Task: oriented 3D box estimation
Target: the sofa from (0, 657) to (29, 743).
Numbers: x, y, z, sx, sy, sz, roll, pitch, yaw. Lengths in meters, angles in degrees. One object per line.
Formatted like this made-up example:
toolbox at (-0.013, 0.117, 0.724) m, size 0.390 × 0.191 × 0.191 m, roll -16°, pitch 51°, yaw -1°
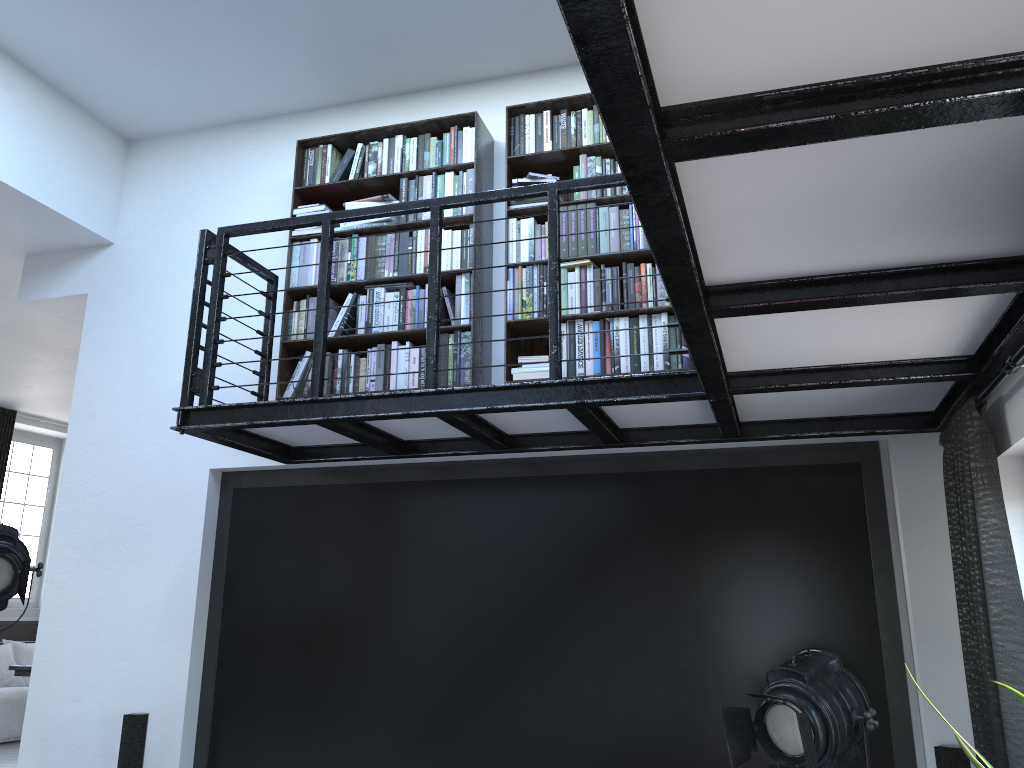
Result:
sofa at (-4.800, 3.161, 9.079) m, size 0.919 × 0.779 × 2.633 m, roll -6°, pitch -16°, yaw 23°

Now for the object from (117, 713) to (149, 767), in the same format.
object at (-1.802, 2.183, 4.106) m, size 0.157 × 1.234 × 0.156 m, roll 1°, pitch -17°, yaw -2°

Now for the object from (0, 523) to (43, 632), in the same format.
object at (-2.427, 1.422, 3.997) m, size 0.609 × 1.595 × 0.540 m, roll 9°, pitch -19°, yaw -28°

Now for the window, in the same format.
window at (-5.684, 1.517, 10.079) m, size 0.133 × 2.013 × 1.024 m, roll -7°, pitch -18°, yaw 22°

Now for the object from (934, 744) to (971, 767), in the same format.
object at (1.636, 1.937, 3.117) m, size 0.157 × 1.234 × 0.156 m, roll -10°, pitch -19°, yaw 31°

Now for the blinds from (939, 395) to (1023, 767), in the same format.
blinds at (1.363, 1.044, 2.080) m, size 0.125 × 2.410 × 2.484 m, roll -5°, pitch -16°, yaw 16°

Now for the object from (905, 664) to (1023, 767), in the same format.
object at (1.457, 1.281, 2.487) m, size 0.525 × 0.949 × 0.548 m, roll -8°, pitch -18°, yaw 26°

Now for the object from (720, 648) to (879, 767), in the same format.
object at (1.041, 1.391, 1.749) m, size 0.753 × 1.595 × 2.875 m, roll 0°, pitch -15°, yaw 1°

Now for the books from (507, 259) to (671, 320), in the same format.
books at (-0.134, -1.199, 2.331) m, size 1.169 × 1.419 × 4.341 m, roll -5°, pitch -16°, yaw 16°

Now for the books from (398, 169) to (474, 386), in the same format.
books at (-0.352, -1.048, 2.383) m, size 1.597 × 1.151 × 4.293 m, roll -4°, pitch -15°, yaw 16°

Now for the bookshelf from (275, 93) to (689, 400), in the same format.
bookshelf at (-0.253, -1.118, 2.368) m, size 3.086 × 1.633 × 4.432 m, roll -4°, pitch -16°, yaw 16°

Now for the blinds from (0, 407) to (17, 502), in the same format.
blinds at (-5.622, 1.835, 9.060) m, size 0.098 × 3.350 × 0.618 m, roll -7°, pitch -18°, yaw 22°

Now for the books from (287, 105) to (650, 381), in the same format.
books at (-0.069, -0.663, 4.424) m, size 2.205 × 1.438 × 0.312 m, roll -4°, pitch -17°, yaw 16°

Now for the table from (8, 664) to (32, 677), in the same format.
table at (-3.800, 3.099, 8.693) m, size 0.957 × 0.710 × 1.900 m, roll -6°, pitch -16°, yaw 23°

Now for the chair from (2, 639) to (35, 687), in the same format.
chair at (-4.962, 2.922, 9.229) m, size 0.391 × 0.511 × 0.592 m, roll -7°, pitch -17°, yaw 23°

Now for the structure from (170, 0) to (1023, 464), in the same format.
structure at (-0.987, 0.548, 2.102) m, size 4.612 × 3.389 × 4.445 m, roll -4°, pitch -16°, yaw 16°

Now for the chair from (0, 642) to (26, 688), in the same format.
chair at (-5.145, 2.805, 8.813) m, size 0.359 × 0.441 × 0.525 m, roll -7°, pitch -17°, yaw 24°

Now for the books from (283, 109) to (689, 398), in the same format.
books at (-0.645, -1.158, 2.495) m, size 2.204 × 1.423 × 4.334 m, roll -4°, pitch -15°, yaw 16°

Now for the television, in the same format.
television at (0.007, 1.536, 4.015) m, size 3.350 × 2.453 × 0.115 m, roll -4°, pitch -17°, yaw 16°
